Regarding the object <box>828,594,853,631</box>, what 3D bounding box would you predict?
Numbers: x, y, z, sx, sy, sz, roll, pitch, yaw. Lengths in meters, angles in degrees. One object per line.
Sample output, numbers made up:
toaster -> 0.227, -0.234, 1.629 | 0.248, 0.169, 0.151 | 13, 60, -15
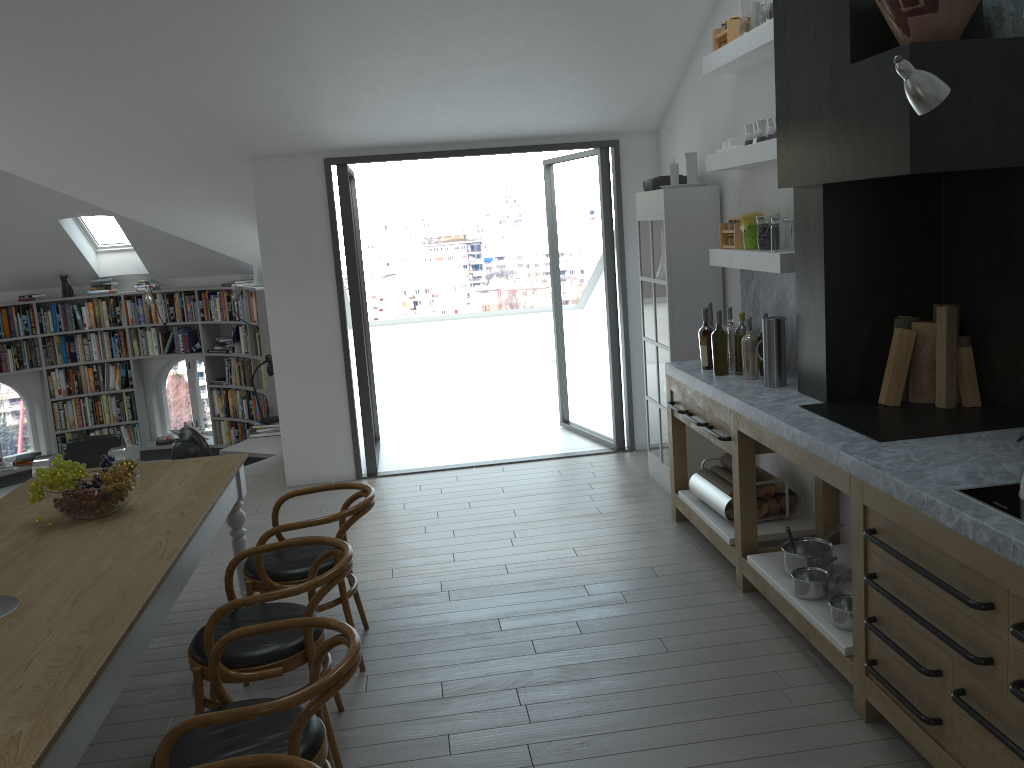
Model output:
object -> 1.365, 0.879, 3.452 | 0.261, 0.112, 0.154 | -5, 10, -7

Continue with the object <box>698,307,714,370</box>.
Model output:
object -> 1.089, -0.248, 4.953 | 0.093, 0.357, 0.093 | 0, 10, 27

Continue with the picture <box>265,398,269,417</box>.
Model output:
picture -> -2.579, 0.621, 9.378 | 0.090, 0.859, 0.580 | -7, 10, -16

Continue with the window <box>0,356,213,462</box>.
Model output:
window -> -5.037, 0.284, 10.752 | 3.235, 1.146, 0.619 | -8, 10, -20

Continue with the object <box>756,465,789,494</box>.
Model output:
object -> 1.385, 0.509, 4.860 | 0.071, 0.072, 0.424 | -6, 10, -9

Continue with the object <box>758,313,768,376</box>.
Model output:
object -> 1.333, -0.206, 4.648 | 0.085, 0.329, 0.085 | -4, 9, 2

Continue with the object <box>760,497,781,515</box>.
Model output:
object -> 1.331, 0.607, 4.879 | 0.091, 0.089, 0.457 | -6, 10, -9

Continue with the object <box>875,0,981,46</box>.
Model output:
object -> 1.465, -1.290, 3.115 | 0.366, 0.235, 0.350 | -2, 10, 11

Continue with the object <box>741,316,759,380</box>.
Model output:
object -> 1.228, -0.183, 4.580 | 0.085, 0.329, 0.085 | -4, 9, 2

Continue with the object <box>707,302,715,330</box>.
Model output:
object -> 1.151, -0.295, 5.137 | 0.085, 0.358, 0.089 | -2, 9, 15

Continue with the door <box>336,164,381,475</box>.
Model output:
door -> -1.224, -0.542, 7.159 | 0.080, 2.336, 1.056 | -5, 9, -6

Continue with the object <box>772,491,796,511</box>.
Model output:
object -> 1.417, 0.592, 4.886 | 0.091, 0.092, 0.439 | -6, 10, -9

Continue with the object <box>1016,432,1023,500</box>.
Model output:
object -> 1.579, 0.197, 2.511 | 0.246, 0.266, 0.247 | -4, 9, 4

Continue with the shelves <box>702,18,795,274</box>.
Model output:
shelves -> 1.873, -0.746, 2.473 | 0.480, 1.355, 5.573 | -6, 10, -12

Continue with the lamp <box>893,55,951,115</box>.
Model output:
lamp -> 1.227, -0.899, 2.667 | 0.164, 0.177, 0.116 | -2, 9, 12

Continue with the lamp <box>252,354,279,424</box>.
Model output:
lamp -> -2.346, 0.041, 8.598 | 0.322, 0.657, 0.234 | -3, 9, 9

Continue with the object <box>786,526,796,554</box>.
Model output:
object -> 1.275, 0.740, 3.976 | 0.051, 0.151, 0.191 | -5, 10, -6

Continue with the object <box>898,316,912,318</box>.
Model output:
object -> 1.717, -0.122, 3.906 | 0.074, 0.357, 0.057 | -3, 9, 8

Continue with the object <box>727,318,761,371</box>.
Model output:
object -> 1.280, -0.225, 4.886 | 0.183, 0.285, 0.185 | -1, 10, 17

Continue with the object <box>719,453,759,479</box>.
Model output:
object -> 1.254, 0.465, 4.898 | 0.104, 0.102, 0.293 | -6, 10, -9

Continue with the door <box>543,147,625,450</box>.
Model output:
door -> 0.583, -0.706, 7.338 | 0.080, 2.336, 1.055 | -8, 10, -21

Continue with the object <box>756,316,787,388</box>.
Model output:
object -> 1.290, -0.161, 4.379 | 0.114, 0.338, 0.165 | -5, 9, -3

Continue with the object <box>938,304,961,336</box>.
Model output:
object -> 1.880, -0.115, 3.843 | 0.110, 0.456, 0.090 | -5, 9, -6

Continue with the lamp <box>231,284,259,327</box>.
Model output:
lamp -> -2.806, -0.808, 9.381 | 0.275, 0.523, 0.113 | -7, 9, -16

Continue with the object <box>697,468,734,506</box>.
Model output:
object -> 1.134, 0.560, 4.831 | 0.092, 0.093, 0.439 | -6, 10, -9

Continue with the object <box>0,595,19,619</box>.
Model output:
object -> -1.641, 0.282, 2.571 | 0.266, 0.871, 0.777 | -10, 11, -32

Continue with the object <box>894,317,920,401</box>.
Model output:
object -> 1.710, -0.105, 3.849 | 0.131, 0.365, 0.068 | -3, 9, 8

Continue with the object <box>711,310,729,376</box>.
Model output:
object -> 1.116, -0.218, 4.759 | 0.093, 0.357, 0.093 | 3, 11, 37

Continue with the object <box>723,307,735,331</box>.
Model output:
object -> 1.251, -0.275, 5.073 | 0.085, 0.329, 0.085 | -4, 9, 2

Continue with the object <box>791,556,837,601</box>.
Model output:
object -> 1.306, 0.829, 3.747 | 0.261, 0.112, 0.154 | -7, 10, -17

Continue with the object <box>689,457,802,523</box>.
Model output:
object -> 1.260, 0.572, 4.832 | 0.429, 0.230, 0.529 | -6, 10, -9

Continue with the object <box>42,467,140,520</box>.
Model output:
object -> -1.687, 0.462, 3.588 | 0.360, 0.159, 0.361 | -9, 11, -26

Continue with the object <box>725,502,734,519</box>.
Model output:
object -> 1.097, 0.642, 4.830 | 0.067, 0.067, 0.424 | -6, 10, -9

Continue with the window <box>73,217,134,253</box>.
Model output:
window -> -4.580, -1.771, 9.641 | 4.056, 0.710, 1.941 | -5, 10, -6

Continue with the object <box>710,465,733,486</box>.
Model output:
object -> 1.206, 0.533, 4.865 | 0.101, 0.086, 0.364 | -6, 10, -9

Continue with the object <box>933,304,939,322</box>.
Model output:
object -> 1.879, -0.140, 3.913 | 0.088, 0.423, 0.068 | -3, 9, 8

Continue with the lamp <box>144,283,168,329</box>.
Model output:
lamp -> -4.168, -0.906, 10.344 | 0.113, 0.564, 0.359 | -4, 9, 0

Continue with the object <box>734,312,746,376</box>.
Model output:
object -> 1.230, -0.215, 4.722 | 0.092, 0.337, 0.092 | -2, 9, 11

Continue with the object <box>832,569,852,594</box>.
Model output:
object -> 1.574, 0.810, 3.736 | 0.509, 0.052, 0.264 | -10, 12, -29

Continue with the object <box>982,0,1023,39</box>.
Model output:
object -> 1.782, -1.449, 3.115 | 0.231, 0.501, 0.232 | 2, 11, 34

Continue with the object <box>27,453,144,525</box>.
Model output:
object -> -1.719, 0.400, 3.590 | 0.395, 0.283, 0.293 | -13, 13, -42

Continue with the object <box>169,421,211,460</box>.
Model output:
object -> -2.734, 0.594, 7.546 | 0.321, 0.560, 0.321 | -10, 11, -33

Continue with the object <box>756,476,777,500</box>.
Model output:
object -> 1.308, 0.537, 4.871 | 0.115, 0.079, 0.437 | -6, 10, -9

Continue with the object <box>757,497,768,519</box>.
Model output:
object -> 1.252, 0.619, 4.849 | 0.093, 0.083, 0.481 | -6, 10, -9

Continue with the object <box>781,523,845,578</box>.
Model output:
object -> 1.386, 0.763, 3.961 | 0.379, 0.163, 0.224 | -7, 10, -17

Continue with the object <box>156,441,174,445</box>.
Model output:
object -> -4.219, 0.706, 10.911 | 0.226, 0.036, 0.214 | -2, 10, 10
